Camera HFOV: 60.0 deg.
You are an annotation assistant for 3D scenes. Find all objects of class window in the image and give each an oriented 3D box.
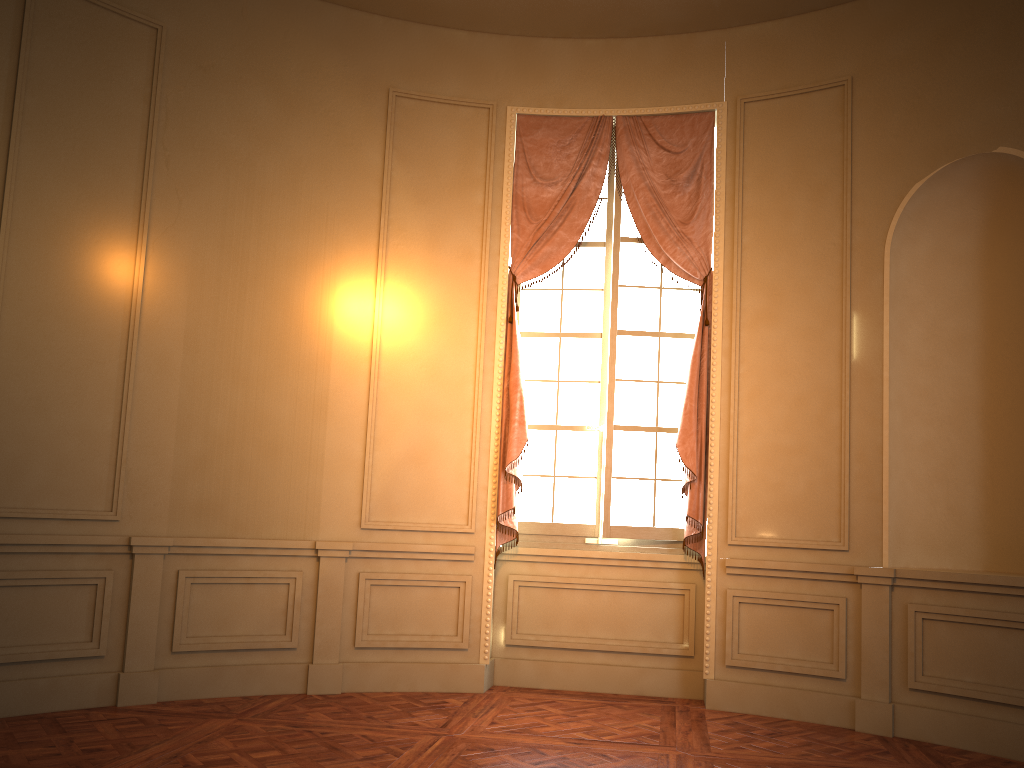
[{"bbox_3d":[0.636,-0.335,5.815,1.300,2.826,0.154,2,-6,8],"label":"window"}]

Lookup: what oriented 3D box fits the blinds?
[{"bbox_3d":[0.602,-0.304,5.581,1.324,2.966,0.289,2,-6,7],"label":"blinds"}]
